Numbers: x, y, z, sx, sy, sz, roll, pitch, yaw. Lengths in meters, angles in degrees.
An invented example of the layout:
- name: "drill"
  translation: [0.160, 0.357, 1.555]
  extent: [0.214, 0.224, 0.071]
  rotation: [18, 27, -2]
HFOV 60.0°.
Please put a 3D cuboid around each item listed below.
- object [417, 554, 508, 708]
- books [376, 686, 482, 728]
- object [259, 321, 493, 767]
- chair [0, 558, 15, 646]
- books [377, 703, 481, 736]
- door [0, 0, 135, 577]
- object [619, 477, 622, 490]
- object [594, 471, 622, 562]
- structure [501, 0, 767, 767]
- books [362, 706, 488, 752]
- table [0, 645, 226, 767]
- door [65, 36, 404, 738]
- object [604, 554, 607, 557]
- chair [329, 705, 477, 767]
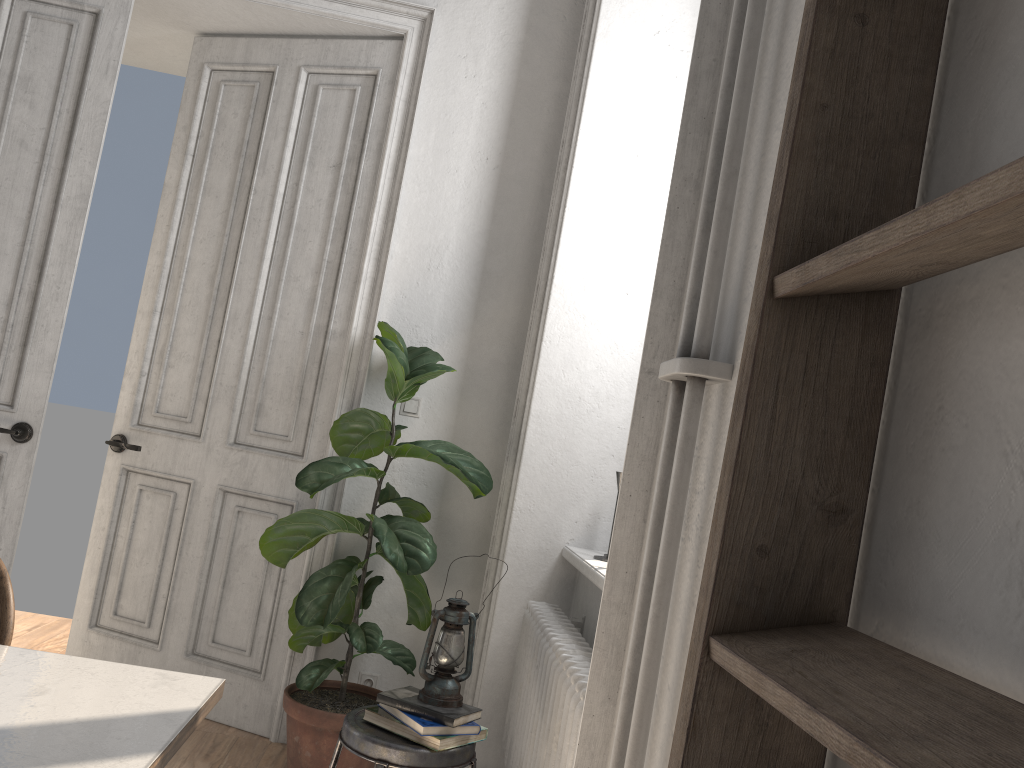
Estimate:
- name: "object"
  translation: [-0.135, 0.592, 2.175]
  extent: [0.154, 0.383, 0.163]
  rotation: [13, -5, -31]
- name: "books"
  translation: [-0.200, 0.787, 2.168]
  extent: [0.221, 0.027, 0.147]
  rotation: [8, -5, 28]
- name: "object"
  translation: [-0.480, 0.261, 0.541]
  extent: [0.792, 1.841, 5.831]
  rotation: [10, -5, 1]
- name: "chair"
  translation: [-1.075, 0.686, 1.259]
  extent: [0.438, 0.920, 0.549]
  rotation: [10, -4, 4]
- name: "books"
  translation: [-0.205, 0.809, 2.168]
  extent: [0.163, 0.029, 0.232]
  rotation: [13, -6, -34]
- name: "door"
  translation: [-2.268, -0.315, 3.398]
  extent: [1.097, 2.812, 0.216]
  rotation: [10, -4, -3]
- name: "object"
  translation: [0.384, 0.353, 2.690]
  extent: [0.087, 0.424, 0.348]
  rotation: [8, -5, 28]
- name: "object"
  translation: [0.335, 0.429, 2.872]
  extent: [0.095, 0.288, 0.095]
  rotation: [9, -4, 18]
- name: "structure"
  translation: [0.556, -0.891, 0.573]
  extent: [0.340, 4.471, 5.184]
  rotation: [10, -4, -4]
- name: "books"
  translation: [-0.213, 0.835, 2.178]
  extent: [0.246, 0.034, 0.194]
  rotation: [7, -6, 36]
- name: "table"
  translation: [-0.976, 0.693, 0.285]
  extent: [1.100, 0.779, 2.201]
  rotation: [10, -5, -4]
- name: "door"
  translation: [-1.143, -0.095, 3.656]
  extent: [1.096, 2.812, 0.216]
  rotation: [8, -4, 20]
- name: "object"
  translation: [0.381, 0.447, 2.993]
  extent: [0.095, 0.288, 0.095]
  rotation: [8, -5, 27]
- name: "chair"
  translation: [-0.295, 1.100, 2.172]
  extent: [0.360, 0.522, 0.364]
  rotation: [13, -5, -31]
